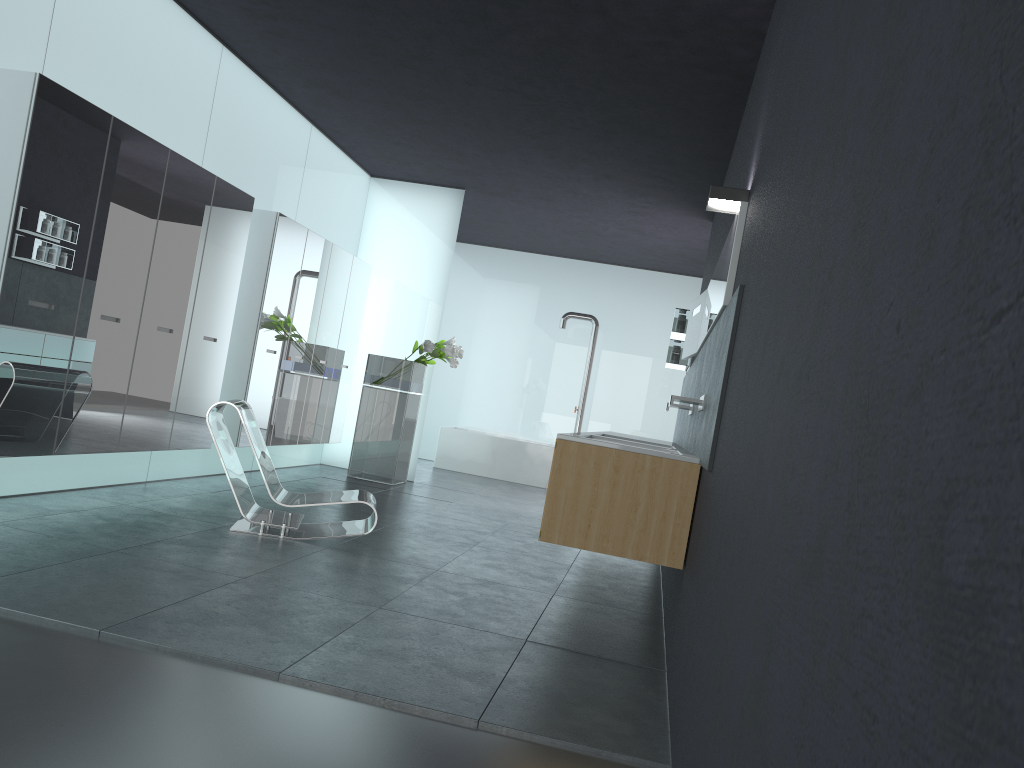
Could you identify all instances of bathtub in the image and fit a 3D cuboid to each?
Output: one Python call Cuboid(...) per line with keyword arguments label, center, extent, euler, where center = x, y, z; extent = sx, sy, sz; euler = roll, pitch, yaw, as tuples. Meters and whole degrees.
Cuboid(label="bathtub", center=(-0.139, 1.081, 14.261), extent=(1.976, 0.858, 0.961), euler=(10, -1, 9))

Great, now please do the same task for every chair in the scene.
Cuboid(label="chair", center=(-1.573, 0.636, 6.440), extent=(1.262, 0.871, 0.628), euler=(10, -1, -9))

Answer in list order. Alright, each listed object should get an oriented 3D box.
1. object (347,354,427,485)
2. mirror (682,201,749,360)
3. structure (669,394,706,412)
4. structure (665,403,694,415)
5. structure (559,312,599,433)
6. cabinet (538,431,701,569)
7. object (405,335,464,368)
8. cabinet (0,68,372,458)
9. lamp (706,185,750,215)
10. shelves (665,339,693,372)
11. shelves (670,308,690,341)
Cuboid(label="object", center=(-1.517, 0.433, 10.812), extent=(0.584, 1.491, 0.575), euler=(10, 0, 9))
Cuboid(label="mirror", center=(1.407, -0.564, 6.294), extent=(0.109, 0.532, 3.725), euler=(10, -1, 8))
Cuboid(label="structure", center=(1.008, 0.098, 5.122), extent=(0.186, 0.088, 0.482), euler=(10, -1, 9))
Cuboid(label="structure", center=(1.232, 0.169, 6.523), extent=(0.186, 0.088, 0.482), euler=(10, -1, 9))
Cuboid(label="structure", center=(0.861, 0.286, 14.123), extent=(0.642, 2.871, 0.123), euler=(10, 0, 9))
Cuboid(label="cabinet", center=(0.976, 0.727, 7.213), extent=(0.733, 0.556, 5.587), euler=(10, -1, 9))
Cuboid(label="object", center=(-1.138, -0.286, 10.619), extent=(1.024, 0.779, 0.974), euler=(10, -1, 1))
Cuboid(label="cabinet", center=(-2.579, -0.548, 7.998), extent=(0.398, 2.215, 6.009), euler=(10, -1, 9))
Cuboid(label="lamp", center=(1.130, -0.962, 4.653), extent=(0.198, 0.066, 0.277), euler=(10, -1, 9))
Cuboid(label="shelves", center=(1.808, -0.304, 9.549), extent=(0.265, 0.285, 0.770), euler=(10, -1, 9))
Cuboid(label="shelves", center=(1.865, -0.627, 9.549), extent=(0.265, 0.285, 0.770), euler=(10, -1, 9))
